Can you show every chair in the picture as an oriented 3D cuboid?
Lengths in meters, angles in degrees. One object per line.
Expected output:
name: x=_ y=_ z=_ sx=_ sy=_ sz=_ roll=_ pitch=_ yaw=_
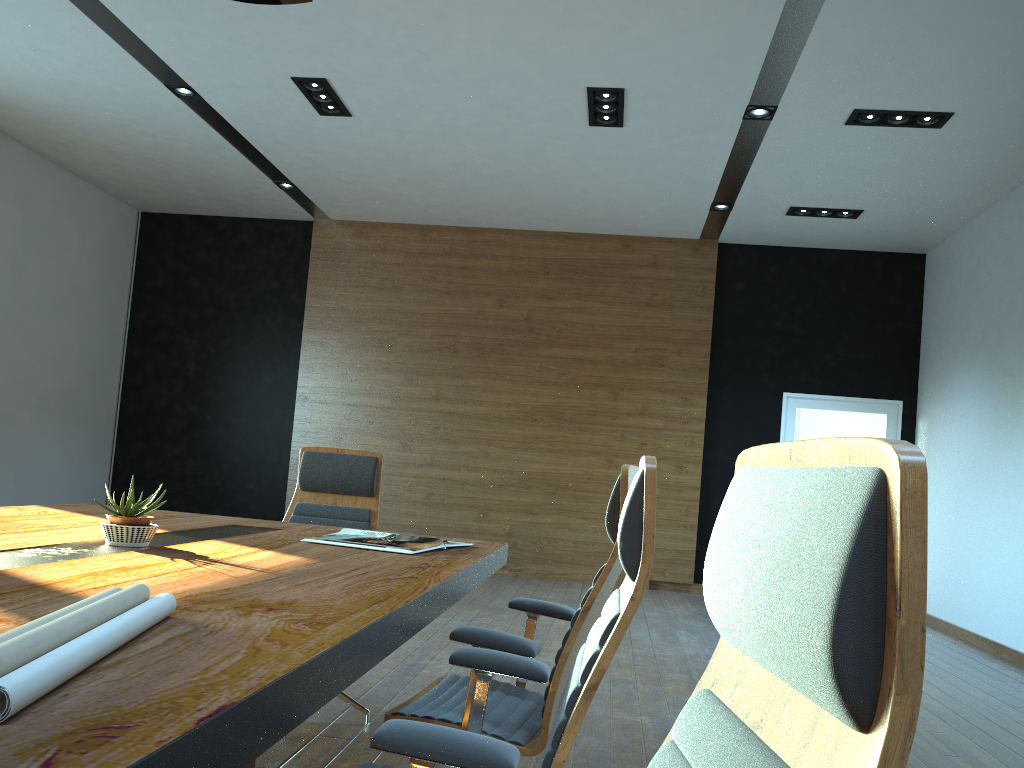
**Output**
chair: x=-0.016 y=0.766 z=2.487 sx=0.695 sy=1.124 sz=0.709 roll=4 pitch=-4 yaw=14
chair: x=-0.108 y=0.670 z=1.625 sx=0.696 sy=1.124 sz=0.709 roll=4 pitch=-4 yaw=7
chair: x=-0.876 y=0.819 z=3.729 sx=0.706 sy=1.124 sz=0.698 roll=4 pitch=-4 yaw=9
chair: x=-0.091 y=0.583 z=0.755 sx=0.696 sy=1.124 sz=0.708 roll=5 pitch=-4 yaw=-1

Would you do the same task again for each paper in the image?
paper: x=-1.171 y=0.181 z=0.469 sx=2.249 sy=0.083 sz=0.628 roll=10 pitch=-8 yaw=-43

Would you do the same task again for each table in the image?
table: x=-1.237 y=0.657 z=0.857 sx=1.784 sy=0.794 sz=5.563 roll=4 pitch=-6 yaw=7

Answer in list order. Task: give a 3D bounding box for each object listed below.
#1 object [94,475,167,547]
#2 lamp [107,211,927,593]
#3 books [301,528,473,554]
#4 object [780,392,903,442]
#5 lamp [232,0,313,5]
object: x=-1.027 y=0.339 z=2.381 sx=0.178 sy=0.187 sz=0.153 roll=6 pitch=-4 yaw=-18
lamp: x=-0.784 y=-0.138 z=7.126 sx=9.387 sy=3.697 sz=16.747 roll=4 pitch=-6 yaw=7
books: x=-0.407 y=0.529 z=3.030 sx=0.389 sy=0.033 sz=0.547 roll=3 pitch=-6 yaw=18
object: x=3.346 y=1.212 z=9.206 sx=1.197 sy=2.154 sz=0.201 roll=4 pitch=-3 yaw=7
lamp: x=-0.839 y=-1.883 z=2.436 sx=0.340 sy=1.196 sz=1.201 roll=4 pitch=-5 yaw=7
